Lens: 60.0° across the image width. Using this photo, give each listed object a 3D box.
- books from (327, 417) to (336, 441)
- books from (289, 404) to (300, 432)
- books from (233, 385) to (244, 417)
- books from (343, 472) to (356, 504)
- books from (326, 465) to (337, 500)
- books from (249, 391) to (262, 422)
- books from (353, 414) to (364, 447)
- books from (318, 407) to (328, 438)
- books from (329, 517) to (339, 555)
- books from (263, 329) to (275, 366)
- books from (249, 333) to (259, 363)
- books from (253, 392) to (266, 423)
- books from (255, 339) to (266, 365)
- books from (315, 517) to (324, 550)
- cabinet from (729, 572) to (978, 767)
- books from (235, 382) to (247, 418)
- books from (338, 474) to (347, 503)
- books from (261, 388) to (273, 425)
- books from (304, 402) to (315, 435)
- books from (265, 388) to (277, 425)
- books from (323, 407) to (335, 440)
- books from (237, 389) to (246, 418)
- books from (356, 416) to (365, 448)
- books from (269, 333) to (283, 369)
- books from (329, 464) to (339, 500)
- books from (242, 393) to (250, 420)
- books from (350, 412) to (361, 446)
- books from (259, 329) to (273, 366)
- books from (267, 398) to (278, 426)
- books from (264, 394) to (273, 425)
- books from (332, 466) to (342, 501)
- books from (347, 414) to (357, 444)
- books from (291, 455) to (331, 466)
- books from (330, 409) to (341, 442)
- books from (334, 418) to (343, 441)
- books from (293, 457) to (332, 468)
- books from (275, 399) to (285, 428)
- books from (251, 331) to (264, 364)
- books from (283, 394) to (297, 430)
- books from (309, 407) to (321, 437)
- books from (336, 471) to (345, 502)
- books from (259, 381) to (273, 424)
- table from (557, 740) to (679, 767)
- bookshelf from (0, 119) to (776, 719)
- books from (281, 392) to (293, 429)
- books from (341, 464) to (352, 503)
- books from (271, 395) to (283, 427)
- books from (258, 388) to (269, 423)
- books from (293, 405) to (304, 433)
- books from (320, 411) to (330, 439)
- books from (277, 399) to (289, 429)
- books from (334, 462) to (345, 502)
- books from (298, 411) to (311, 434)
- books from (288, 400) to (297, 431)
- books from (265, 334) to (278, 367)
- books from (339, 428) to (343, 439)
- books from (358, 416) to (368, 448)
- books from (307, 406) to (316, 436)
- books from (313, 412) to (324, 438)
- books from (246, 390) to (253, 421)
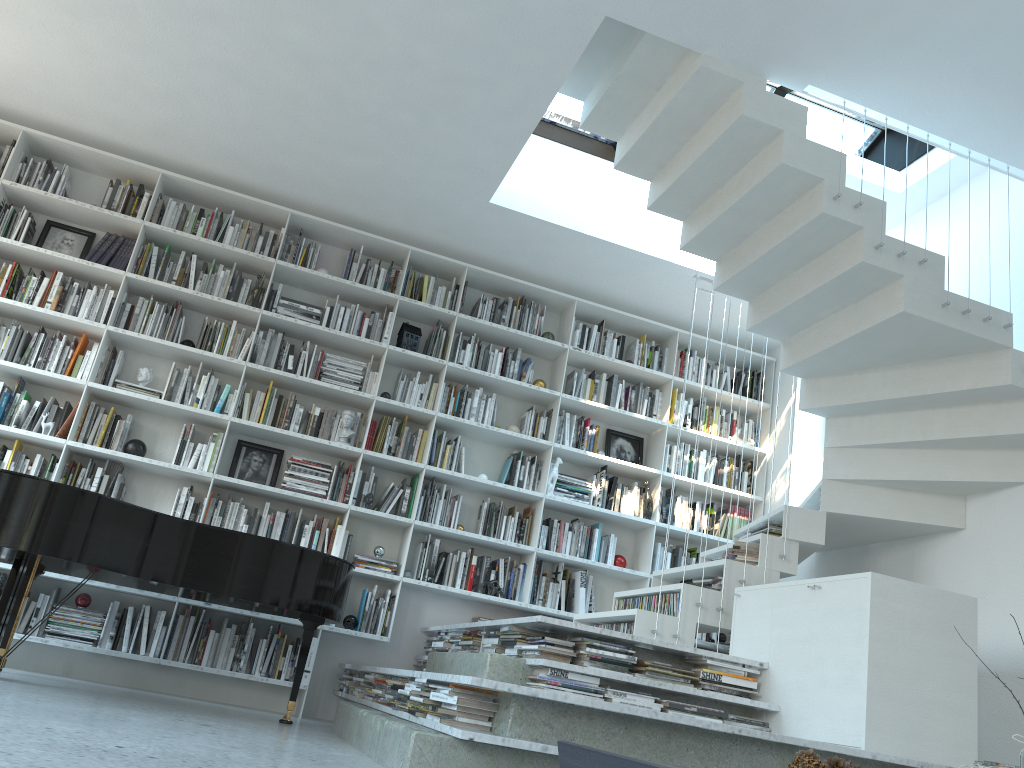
[{"bbox_3d":[-1.207,0.327,5.861,0.022,0.206,0.114,15,-20,-14],"label":"books"},{"bbox_3d":[-1.432,0.255,5.790,0.024,0.215,0.176,15,-20,-14],"label":"books"},{"bbox_3d":[-1.769,0.147,5.716,0.012,0.253,0.161,15,-20,-14],"label":"books"},{"bbox_3d":[-1.072,0.701,5.769,0.034,0.228,0.200,15,-20,-14],"label":"books"},{"bbox_3d":[-1.180,0.664,5.759,0.012,0.253,0.161,15,-20,-14],"label":"books"},{"bbox_3d":[-1.671,0.178,5.745,0.026,0.247,0.139,15,-20,-14],"label":"books"},{"bbox_3d":[-1.035,0.340,5.899,0.014,0.265,0.154,15,-20,-14],"label":"books"},{"bbox_3d":[-1.255,0.283,5.820,0.012,0.244,0.186,15,-20,-14],"label":"books"},{"bbox_3d":[-1.155,1.008,5.679,0.011,0.299,0.149,15,-20,-14],"label":"books"},{"bbox_3d":[-1.618,-0.196,5.874,0.014,0.312,0.134,15,-20,-14],"label":"books"},{"bbox_3d":[-1.707,-0.194,5.836,0.012,0.253,0.161,15,-20,-14],"label":"books"},{"bbox_3d":[-1.644,0.187,5.745,0.029,0.239,0.156,15,-20,-14],"label":"books"},{"bbox_3d":[-1.668,-0.169,5.848,0.027,0.227,0.147,15,-20,-14],"label":"books"},{"bbox_3d":[-1.244,0.995,5.662,0.010,0.283,0.132,15,-20,-14],"label":"books"},{"bbox_3d":[1.436,1.249,3.906,0.552,0.665,0.996,15,-20,-14],"label":"cabinet"},{"bbox_3d":[-1.759,0.139,5.732,0.010,0.281,0.140,15,-20,-14],"label":"books"},{"bbox_3d":[-1.117,0.704,5.783,0.021,0.216,0.132,15,-20,-14],"label":"books"},{"bbox_3d":[-1.589,0.178,5.732,0.015,0.265,0.189,15,-20,-14],"label":"books"},{"bbox_3d":[-1.336,0.262,5.824,0.014,0.257,0.162,15,-20,-14],"label":"books"},{"bbox_3d":[-1.571,0.182,5.753,0.010,0.280,0.171,15,-20,-14],"label":"books"},{"bbox_3d":[-1.219,0.293,5.849,0.025,0.257,0.151,15,-20,-14],"label":"books"},{"bbox_3d":[-1.753,0.163,5.726,0.011,0.234,0.142,15,-20,-14],"label":"books"},{"bbox_3d":[-1.027,0.350,5.913,0.014,0.260,0.137,15,-20,-14],"label":"books"},{"bbox_3d":[-1.574,-0.178,5.875,0.029,0.294,0.151,15,-20,-14],"label":"books"},{"bbox_3d":[-1.168,0.664,5.760,0.011,0.260,0.185,15,-20,-14],"label":"books"},{"bbox_3d":[-1.718,0.177,5.707,0.053,0.208,0.156,15,-20,-14],"label":"books"},{"bbox_3d":[-1.058,0.334,5.912,0.025,0.278,0.108,15,-20,-14],"label":"books"},{"bbox_3d":[-1.632,-0.199,5.849,0.026,0.296,0.179,15,-20,-14],"label":"books"},{"bbox_3d":[-1.567,0.217,5.770,0.024,0.227,0.148,15,-20,-14],"label":"books"},{"bbox_3d":[-1.590,0.201,5.761,0.010,0.244,0.150,15,-20,-14],"label":"books"},{"bbox_3d":[-1.150,0.675,5.775,0.013,0.255,0.163,15,-20,-14],"label":"books"},{"bbox_3d":[-1.079,0.333,5.893,0.025,0.258,0.131,15,-20,-14],"label":"books"},{"bbox_3d":[-1.306,0.513,5.761,0.254,0.012,0.161,14,-20,-10],"label":"books"},{"bbox_3d":[-1.179,0.307,5.870,0.024,0.258,0.127,15,-20,-14],"label":"books"},{"bbox_3d":[-1.156,0.341,5.865,0.035,0.200,0.149,15,-20,-14],"label":"books"},{"bbox_3d":[-1.309,0.525,5.758,0.254,0.012,0.161,17,-21,-17],"label":"books"},{"bbox_3d":[-1.520,0.225,5.768,0.012,0.227,0.170,15,-20,-14],"label":"books"},{"bbox_3d":[-1.685,-0.198,5.833,0.026,0.266,0.171,15,-20,-14],"label":"books"},{"bbox_3d":[-1.457,0.218,5.776,0.028,0.266,0.190,15,-20,-14],"label":"books"},{"bbox_3d":[-1.305,0.282,5.812,0.029,0.223,0.186,15,-20,-14],"label":"books"},{"bbox_3d":[-1.132,0.693,5.783,0.013,0.231,0.134,15,-20,-14],"label":"books"},{"bbox_3d":[-1.598,0.151,5.737,0.014,0.316,0.188,15,-20,-14],"label":"books"},{"bbox_3d":[0.891,1.031,1.888,1.271,0.217,1.261,15,-20,-14],"label":"table"},{"bbox_3d":[-1.210,0.489,5.736,6.302,3.130,0.331,15,-20,-14],"label":"bookshelf"},{"bbox_3d":[-1.479,0.209,5.787,0.013,0.282,0.177,15,-20,-14],"label":"books"},{"bbox_3d":[-1.092,0.675,5.781,0.011,0.278,0.186,15,-20,-14],"label":"books"},{"bbox_3d":[-1.542,0.211,5.787,0.028,0.258,0.135,15,-20,-14],"label":"books"},{"bbox_3d":[-1.626,0.176,5.768,0.010,0.283,0.137,15,-20,-14],"label":"books"},{"bbox_3d":[-1.406,0.263,5.797,0.030,0.214,0.169,15,-20,-14],"label":"books"},{"bbox_3d":[-1.250,0.305,5.856,0.025,0.229,0.143,15,-20,-14],"label":"books"},{"bbox_3d":[-1.504,0.228,5.781,0.025,0.235,0.137,15,-20,-14],"label":"books"},{"bbox_3d":[-1.136,0.663,5.783,0.011,0.287,0.152,15,-20,-14],"label":"books"},{"bbox_3d":[-1.374,0.284,5.815,0.050,0.198,0.146,15,-20,-14],"label":"books"},{"bbox_3d":[-1.449,0.238,5.803,0.011,0.250,0.131,15,-20,-14],"label":"books"},{"bbox_3d":[-1.596,-0.176,5.847,0.025,0.265,0.186,15,-20,-14],"label":"books"},{"bbox_3d":[-1.131,0.321,5.889,0.014,0.262,0.135,15,-20,-14],"label":"books"},{"bbox_3d":[-1.011,0.354,5.925,0.023,0.263,0.107,15,-20,-14],"label":"books"},{"bbox_3d":[-1.326,0.276,5.819,0.010,0.233,0.175,15,-20,-14],"label":"books"},{"bbox_3d":[-1.281,0.301,5.818,0.029,0.199,0.179,15,-20,-14],"label":"books"},{"bbox_3d":[-1.701,0.170,5.727,0.042,0.241,0.162,15,-20,-14],"label":"books"}]
